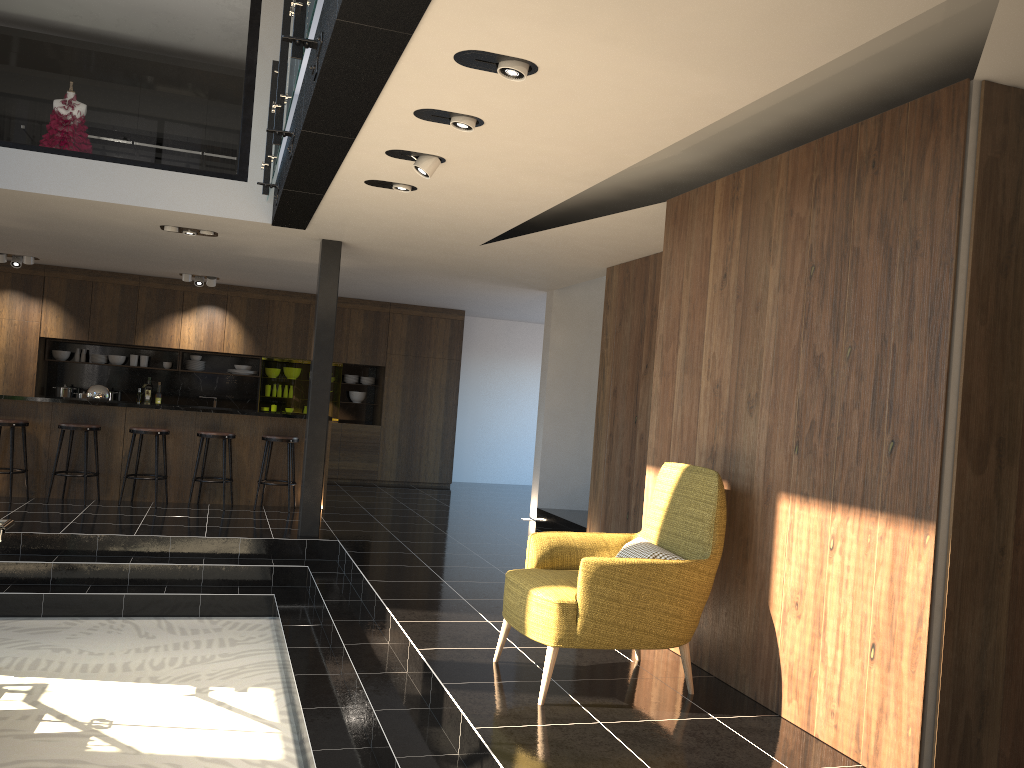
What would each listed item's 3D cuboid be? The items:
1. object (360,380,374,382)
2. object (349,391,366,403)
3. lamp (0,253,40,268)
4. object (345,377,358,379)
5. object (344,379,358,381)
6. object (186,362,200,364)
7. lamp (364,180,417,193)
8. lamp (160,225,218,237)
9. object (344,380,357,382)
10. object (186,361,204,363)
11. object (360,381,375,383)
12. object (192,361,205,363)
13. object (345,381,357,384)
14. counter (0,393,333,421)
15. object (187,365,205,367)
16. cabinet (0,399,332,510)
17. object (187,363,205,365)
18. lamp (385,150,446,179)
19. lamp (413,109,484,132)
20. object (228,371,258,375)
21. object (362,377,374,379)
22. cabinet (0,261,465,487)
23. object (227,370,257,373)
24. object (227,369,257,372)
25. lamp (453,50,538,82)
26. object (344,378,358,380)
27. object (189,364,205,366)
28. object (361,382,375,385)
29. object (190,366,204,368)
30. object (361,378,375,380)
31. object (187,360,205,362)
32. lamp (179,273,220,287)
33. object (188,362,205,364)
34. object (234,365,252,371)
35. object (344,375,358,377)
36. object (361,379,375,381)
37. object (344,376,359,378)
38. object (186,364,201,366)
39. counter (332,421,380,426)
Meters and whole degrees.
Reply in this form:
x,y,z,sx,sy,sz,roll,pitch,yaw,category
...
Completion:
x,y,z,sx,sy,sz,roll,pitch,yaw,category
-2.218,-0.029,13.620,0.220,0.033,0.220,5,-1,-35,object
-2.367,0.205,13.586,0.264,0.170,0.264,5,-1,-43,object
-6.171,-1.596,11.041,0.502,0.294,0.349,5,-1,-18,lamp
-2.456,-0.083,13.541,0.220,0.033,0.220,5,-1,-8,object
-2.459,-0.049,13.541,0.220,0.033,0.220,5,-1,-8,object
-4.611,-0.290,12.919,0.269,0.024,0.269,4,-1,20,object
-0.780,-1.343,5.747,0.346,0.158,0.195,5,-1,-18,lamp
-2.958,-1.459,8.145,0.502,0.194,0.349,5,-1,-18,lamp
-2.460,-0.037,13.541,0.220,0.033,0.220,5,-1,-8,object
-4.609,-0.310,12.919,0.269,0.024,0.269,4,-1,20,object
-2.219,-0.017,13.620,0.220,0.033,0.220,5,-1,-35,object
-4.609,-0.317,12.919,0.269,0.024,0.269,4,-1,20,object
-2.461,-0.024,13.541,0.220,0.033,0.220,5,-1,-8,object
-3.801,0.246,9.652,3.574,0.041,0.698,5,-1,-18,counter
-4.613,-0.255,12.918,0.269,0.024,0.269,4,-1,20,object
-3.839,0.764,9.649,3.565,0.994,0.698,5,-1,-18,cabinet
-4.611,-0.283,12.919,0.269,0.024,0.269,4,-1,20,object
-0.543,-1.295,5.009,0.346,0.247,0.195,5,-1,-18,lamp
-0.300,-1.327,4.273,0.346,0.177,0.195,5,-1,-18,lamp
-3.965,-0.153,13.060,0.438,0.039,0.438,4,-1,18,object
-2.214,-0.085,13.621,0.220,0.033,0.220,5,-1,-35,object
-4.213,-0.051,12.806,6.895,2.690,0.869,5,-1,-18,cabinet
-3.964,-0.165,13.060,0.438,0.039,0.438,4,-1,18,object
-3.963,-0.180,13.060,0.438,0.039,0.438,4,-1,18,object
-0.059,-1.324,3.535,0.346,0.177,0.195,5,-1,-18,lamp
-2.458,-0.059,13.541,0.220,0.033,0.220,5,-1,-8,object
-4.612,-0.272,12.918,0.269,0.024,0.269,4,-1,20,object
-2.220,-0.004,13.620,0.220,0.033,0.220,5,-1,-35,object
-4.614,-0.244,12.918,0.269,0.024,0.269,4,-1,20,object
-2.215,-0.062,13.620,0.220,0.033,0.220,5,-1,-35,object
-4.608,-0.326,12.919,0.269,0.024,0.269,4,-1,20,object
-4.125,-1.431,11.711,0.502,0.280,0.349,5,-1,-18,lamp
-4.610,-0.299,12.919,0.269,0.024,0.269,4,-1,20,object
-3.962,-0.228,13.062,0.254,0.088,0.254,4,-1,7,object
-2.455,-0.105,13.542,0.220,0.033,0.220,5,-1,-8,object
-2.216,-0.052,13.620,0.220,0.033,0.220,5,-1,-35,object
-2.456,-0.092,13.542,0.220,0.033,0.220,5,-1,-8,object
-4.613,-0.263,12.918,0.269,0.024,0.269,4,-1,20,object
-4.248,0.434,12.809,4.593,0.005,0.862,5,-1,-18,counter
